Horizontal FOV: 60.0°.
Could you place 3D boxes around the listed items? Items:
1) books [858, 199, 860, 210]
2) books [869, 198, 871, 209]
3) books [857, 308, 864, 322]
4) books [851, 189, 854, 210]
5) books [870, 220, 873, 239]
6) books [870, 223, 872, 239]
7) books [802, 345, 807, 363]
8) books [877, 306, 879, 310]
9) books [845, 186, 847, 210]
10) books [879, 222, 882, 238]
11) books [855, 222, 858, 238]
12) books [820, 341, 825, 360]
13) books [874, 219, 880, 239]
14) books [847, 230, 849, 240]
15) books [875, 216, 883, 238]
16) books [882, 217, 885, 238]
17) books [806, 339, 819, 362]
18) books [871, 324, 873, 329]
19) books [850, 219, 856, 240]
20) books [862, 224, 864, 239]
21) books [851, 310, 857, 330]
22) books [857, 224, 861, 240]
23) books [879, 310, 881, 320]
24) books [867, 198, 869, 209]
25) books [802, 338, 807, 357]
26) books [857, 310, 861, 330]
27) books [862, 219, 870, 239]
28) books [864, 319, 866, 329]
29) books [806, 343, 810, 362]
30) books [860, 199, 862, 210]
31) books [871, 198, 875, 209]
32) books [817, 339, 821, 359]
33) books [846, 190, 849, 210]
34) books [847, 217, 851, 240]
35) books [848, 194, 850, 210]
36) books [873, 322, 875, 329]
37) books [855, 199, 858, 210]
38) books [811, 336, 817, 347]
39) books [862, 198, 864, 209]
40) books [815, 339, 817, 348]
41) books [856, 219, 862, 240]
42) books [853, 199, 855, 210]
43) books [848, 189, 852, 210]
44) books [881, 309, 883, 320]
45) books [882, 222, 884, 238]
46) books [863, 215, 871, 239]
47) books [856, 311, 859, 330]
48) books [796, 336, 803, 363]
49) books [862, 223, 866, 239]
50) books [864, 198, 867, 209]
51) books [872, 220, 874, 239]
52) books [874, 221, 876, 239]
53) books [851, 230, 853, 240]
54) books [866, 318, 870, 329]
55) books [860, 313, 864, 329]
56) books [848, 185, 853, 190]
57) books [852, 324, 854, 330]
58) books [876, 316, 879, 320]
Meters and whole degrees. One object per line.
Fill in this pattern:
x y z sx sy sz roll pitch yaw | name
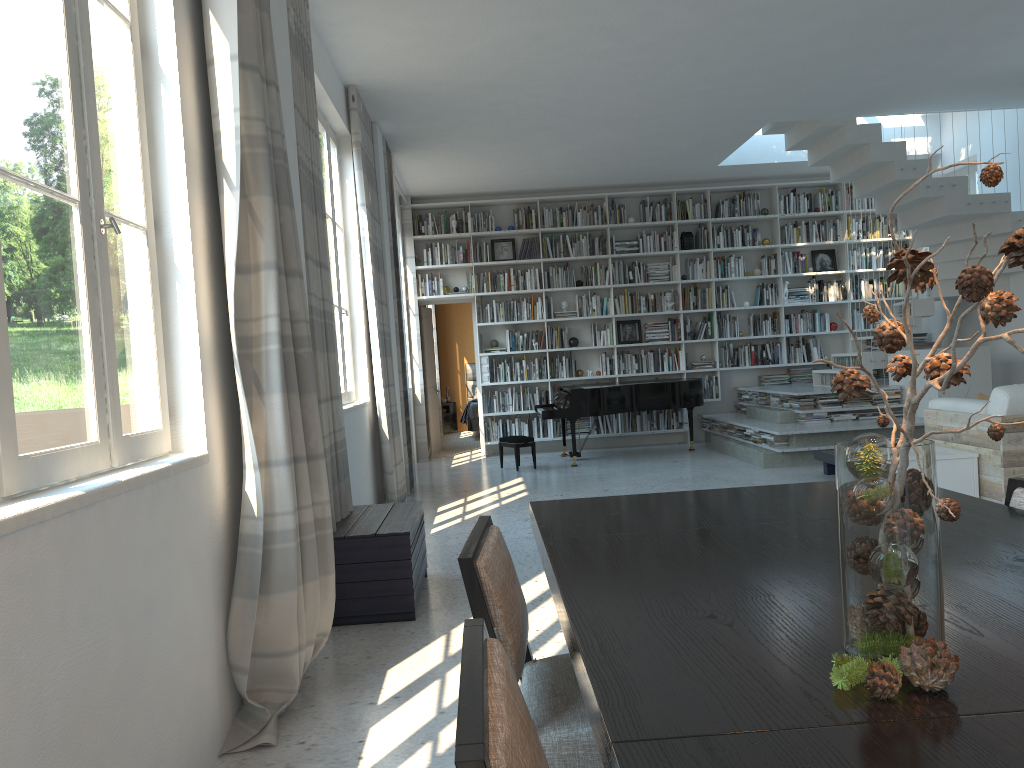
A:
4.305 -2.304 11.101 0.012 0.306 0.184 -4 2 -2 | books
4.455 -2.279 11.112 0.025 0.237 0.143 -4 2 -2 | books
4.395 -0.818 11.173 0.024 0.267 0.133 -4 2 -2 | books
4.225 -2.280 11.087 0.012 0.269 0.184 -4 2 -2 | books
4.455 -1.912 11.054 0.022 0.242 0.144 -4 2 -2 | books
4.439 -1.893 11.048 0.014 0.206 0.184 -4 2 -2 | books
3.651 -0.378 11.148 0.052 0.217 0.184 -4 2 -2 | books
4.580 -0.839 11.164 0.011 0.285 0.161 -4 2 -2 | books
4.142 -2.297 11.087 0.011 0.313 0.172 -4 2 -2 | books
4.587 -1.911 11.119 0.023 0.220 0.171 -4 2 -2 | books
4.253 -1.890 11.036 0.049 0.224 0.161 -4 2 -2 | books
3.875 -0.421 11.160 0.062 0.274 0.148 -4 2 -2 | books
4.511 -1.916 11.069 0.042 0.242 0.247 -4 2 -2 | books
4.148 -1.918 11.052 0.036 0.294 0.135 -4 2 -2 | books
4.601 -1.950 11.126 0.010 0.295 0.165 -4 2 -2 | books
4.632 -1.945 11.140 0.024 0.281 0.153 -4 2 -2 | books
3.754 -0.421 11.111 0.075 0.291 0.255 -4 2 -2 | books
4.489 -0.791 11.172 0.027 0.201 0.164 -4 2 -2 | books
4.215 -1.907 11.023 0.026 0.263 0.189 -4 2 -2 | books
4.342 -1.884 11.090 0.038 0.199 0.170 -4 2 -2 | books
4.285 -0.803 11.147 0.024 0.252 0.175 -4 2 -2 | books
4.290 -1.877 11.032 0.024 0.193 0.189 -4 2 -2 | books
4.615 -0.826 11.177 0.012 0.254 0.161 -4 2 -2 | books
4.428 -2.284 11.120 0.027 0.250 0.154 -4 2 -2 | books
3.679 -0.424 11.169 0.010 0.304 0.131 -4 2 -2 | books
4.344 -0.802 11.158 0.022 0.242 0.151 -4 2 -2 | books
4.397 -1.914 11.038 0.023 0.254 0.189 -4 2 -2 | books
4.421 -0.790 11.168 0.025 0.208 0.149 -4 2 -2 | books
3.702 -0.393 11.153 0.031 0.239 0.171 -4 2 -2 | books
4.338 -2.291 11.112 0.027 0.275 0.148 -4 2 -2 | books
4.495 -2.267 11.117 0.026 0.208 0.163 -4 2 -2 | books
3.831 -0.425 11.149 0.025 0.287 0.160 -4 2 -2 | books
4.169 -2.280 11.102 0.022 0.275 0.160 -4 2 -2 | books
4.172 -1.920 11.029 0.010 0.294 0.183 -4 2 -2 | books
4.194 -2.256 11.114 0.025 0.223 0.136 -4 2 -2 | books
4.522 -0.808 11.166 0.014 0.230 0.172 -4 2 -2 | books
4.278 -2.271 11.100 0.023 0.244 0.182 -4 2 -2 | books
3.811 -0.443 11.169 0.012 0.326 0.136 -4 2 -2 | books
4.363 -2.284 11.109 0.022 0.259 0.163 -4 2 -2 | books
3.800 -0.422 11.164 0.012 0.285 0.159 -4 2 -2 | books
4.311 -1.914 11.047 0.023 0.264 0.158 -4 2 -2 | books
4.243 -2.261 11.092 0.022 0.229 0.174 -4 2 -2 | books
4.211 -2.288 11.099 0.013 0.286 0.150 -4 2 -2 | books
4.628 -0.819 11.173 0.013 0.240 0.166 -4 2 -2 | books
4.616 -1.909 11.115 0.013 0.213 0.186 -4 2 -2 | books
4.418 -1.937 11.042 0.022 0.297 0.152 -4 2 -2 | books
4.315 -0.797 11.156 0.037 0.236 0.153 -4 2 -2 | books
3.615 -0.434 11.145 0.014 0.333 0.168 -4 2 -2 | books
4.374 -1.892 11.057 0.025 0.211 0.134 -4 2 -2 | books
4.389 -2.289 11.110 0.029 0.264 0.179 -4 2 -2 | books
4.472 -1.911 11.055 0.012 0.238 0.165 -4 2 -2 | books
4.485 -1.904 11.046 0.013 0.222 0.174 -4 2 -2 | books
4.191 -1.876 11.032 0.024 0.205 0.165 -4 2 -2 | books
4.447 -0.811 11.142 0.027 0.248 0.184 -4 2 -2 | books
4.371 -0.783 11.154 0.029 0.201 0.172 -4 2 -2 | books
4.256 -2.314 11.112 0.014 0.332 0.142 -4 2 -2 | books
4.229 -0.811 11.160 0.085 0.278 0.159 -4 2 -2 | books
4.567 -0.798 11.156 0.021 0.205 0.174 -4 2 -2 | books
